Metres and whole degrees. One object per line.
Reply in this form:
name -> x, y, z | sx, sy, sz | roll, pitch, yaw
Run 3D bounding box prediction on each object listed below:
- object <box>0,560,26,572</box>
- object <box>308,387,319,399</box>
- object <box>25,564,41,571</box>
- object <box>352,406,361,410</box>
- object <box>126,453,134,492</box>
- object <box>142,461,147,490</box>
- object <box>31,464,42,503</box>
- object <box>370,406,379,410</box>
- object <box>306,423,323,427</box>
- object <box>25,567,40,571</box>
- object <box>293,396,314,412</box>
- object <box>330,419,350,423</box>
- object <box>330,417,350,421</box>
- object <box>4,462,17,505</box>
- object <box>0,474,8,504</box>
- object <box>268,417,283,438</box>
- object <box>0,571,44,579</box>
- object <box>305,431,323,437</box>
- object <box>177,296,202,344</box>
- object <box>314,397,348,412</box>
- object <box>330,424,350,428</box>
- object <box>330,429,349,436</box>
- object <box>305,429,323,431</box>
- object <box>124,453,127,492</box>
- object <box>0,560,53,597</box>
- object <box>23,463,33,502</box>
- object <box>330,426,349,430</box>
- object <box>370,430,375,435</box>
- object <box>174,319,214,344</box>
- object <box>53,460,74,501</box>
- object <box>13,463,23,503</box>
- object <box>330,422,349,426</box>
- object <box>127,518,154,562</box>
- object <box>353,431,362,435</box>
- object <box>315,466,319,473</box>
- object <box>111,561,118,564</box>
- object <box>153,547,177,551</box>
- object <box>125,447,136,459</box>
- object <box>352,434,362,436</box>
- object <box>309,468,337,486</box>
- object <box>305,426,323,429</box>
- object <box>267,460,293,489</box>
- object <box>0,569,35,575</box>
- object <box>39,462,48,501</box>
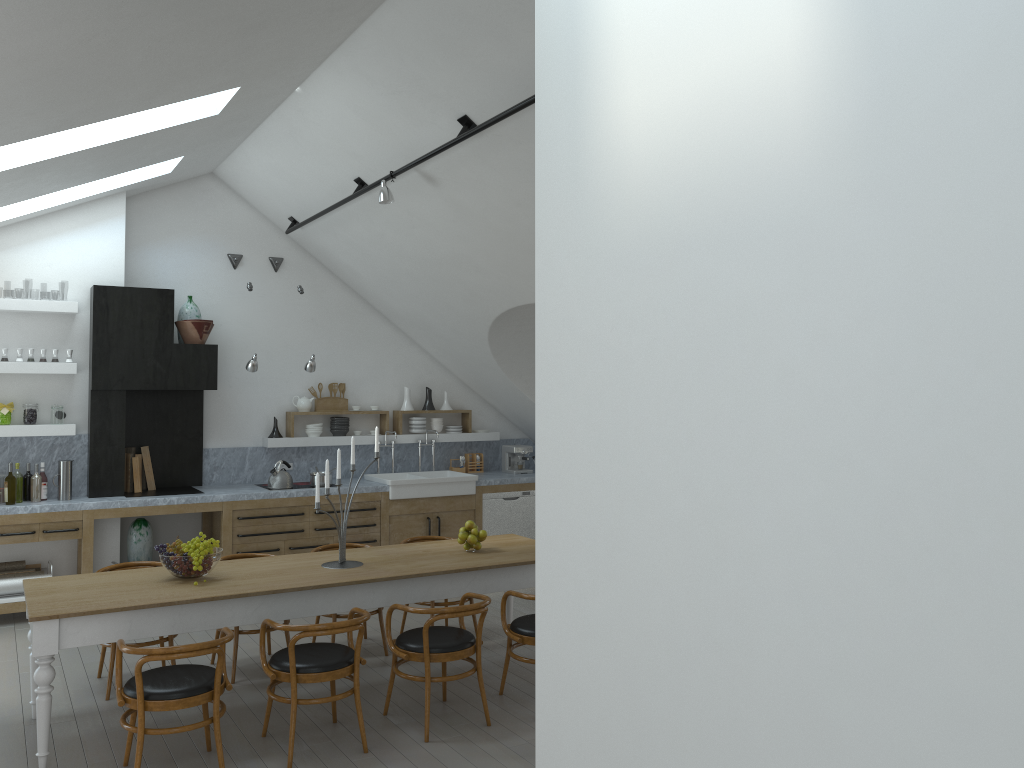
object -> -4.247, 1.544, 7.429 | 0.292, 0.102, 0.104 | 0, -1, -33
object -> -2.082, 0.153, 9.475 | 0.199, 0.259, 0.016 | 1, -2, -20
object -> -4.257, 1.591, 7.563 | 0.422, 0.073, 0.071 | 0, -1, -33
object -> -1.699, 0.268, 9.669 | 0.098, 0.049, 0.098 | 1, -1, -33
object -> -3.580, 0.832, 8.298 | 0.068, 0.367, 0.131 | 1, -2, -16
object -> -3.565, 0.883, 8.503 | 0.110, 0.296, 0.105 | -1, -2, 35
object -> -4.059, 0.846, 7.564 | 0.085, 0.331, 0.085 | 1, -2, -22
object -> -1.514, 0.269, 9.778 | 0.098, 0.049, 0.098 | 1, -1, -33
object -> -2.098, 0.454, 9.403 | 0.181, 0.076, 0.181 | 0, -1, 7
object -> -4.232, 1.615, 7.487 | 0.435, 0.079, 0.115 | 0, -1, -33
object -> -2.207, 0.209, 9.381 | 0.174, 0.169, 0.168 | -1, -2, 43
object -> -1.853, 0.424, 9.551 | 0.205, 0.084, 0.205 | 0, -1, -3
object -> -1.856, 0.396, 9.553 | 0.205, 0.080, 0.205 | 0, -1, -28
object -> -4.182, 0.834, 7.390 | 0.092, 0.359, 0.092 | 0, -2, 14
object -> -4.361, 0.863, 7.488 | 0.184, 0.286, 0.183 | 0, -2, -6
object -> -2.458, 0.448, 9.215 | 0.156, 0.219, 0.156 | -1, -2, 41
object -> -4.124, 1.617, 7.343 | 0.437, 0.093, 0.092 | 0, -1, -33
object -> -2.101, 0.529, 9.398 | 0.181, 0.064, 0.181 | 0, -1, -8
object -> -3.172, -0.617, 8.721 | 0.231, 0.504, 0.230 | 0, -2, 11
object -> -1.944, 0.215, 9.545 | 0.353, 0.158, 0.084 | 0, -2, -30
object -> -1.851, 0.471, 9.540 | 0.205, 0.086, 0.205 | 0, -1, 12
object -> -1.856, 0.526, 9.541 | 0.205, 0.072, 0.205 | 1, -1, -43
object -> -2.101, 0.506, 9.399 | 0.181, 0.065, 0.181 | 0, -1, 7
object -> -3.636, 0.826, 8.281 | 0.057, 0.359, 0.074 | 1, -2, -16
object -> -4.172, 1.638, 7.457 | 0.527, 0.232, 0.429 | 1, -1, -33
object -> -4.166, 0.844, 7.633 | 0.085, 0.331, 0.085 | 1, -2, -22
object -> -1.857, 0.499, 9.542 | 0.205, 0.086, 0.205 | 0, -1, 7
object -> -1.520, 0.537, 9.764 | 0.098, 0.049, 0.098 | 1, -1, -33
object -> -3.021, -0.485, 8.425 | 0.348, 0.237, 0.366 | 0, -1, -13
object -> -3.899, 0.837, 7.701 | 0.164, 0.340, 0.114 | 1, -2, -27
object -> -4.193, 0.840, 7.509 | 0.092, 0.339, 0.092 | 0, -2, -12
object -> -1.854, 0.449, 9.546 | 0.205, 0.072, 0.205 | 1, -1, -43
object -> -3.489, 1.511, 8.318 | 0.231, 0.499, 0.230 | 0, -2, 11
object -> -1.686, 0.536, 9.667 | 0.098, 0.049, 0.098 | 1, -1, -33
object -> -1.950, 0.924, 8.944 | 0.051, 0.167, 0.235 | 1, -2, -35
object -> -3.408, 1.683, 7.919 | 0.223, 0.164, 0.378 | 1, -1, -41
object -> -3.292, 1.672, 8.612 | 0.455, 0.197, 0.268 | 0, -1, 4
object -> -3.643, 0.834, 8.456 | 0.089, 0.459, 0.110 | 1, -2, -30
object -> -1.686, 0.560, 9.666 | 0.164, 0.012, 0.163 | 0, -1, -13
object -> -1.864, 0.950, 8.955 | 0.232, 0.170, 0.394 | -1, -1, 39
object -> -2.099, 0.483, 9.401 | 0.181, 0.069, 0.181 | 0, -1, -13
object -> -2.275, 0.883, 8.710 | 0.246, 0.268, 0.246 | 1, -2, -20
object -> -4.187, 1.601, 7.396 | 0.362, 0.087, 0.101 | 0, -1, -33
object -> -4.066, 0.845, 7.674 | 0.081, 0.330, 0.081 | 0, -2, -3
